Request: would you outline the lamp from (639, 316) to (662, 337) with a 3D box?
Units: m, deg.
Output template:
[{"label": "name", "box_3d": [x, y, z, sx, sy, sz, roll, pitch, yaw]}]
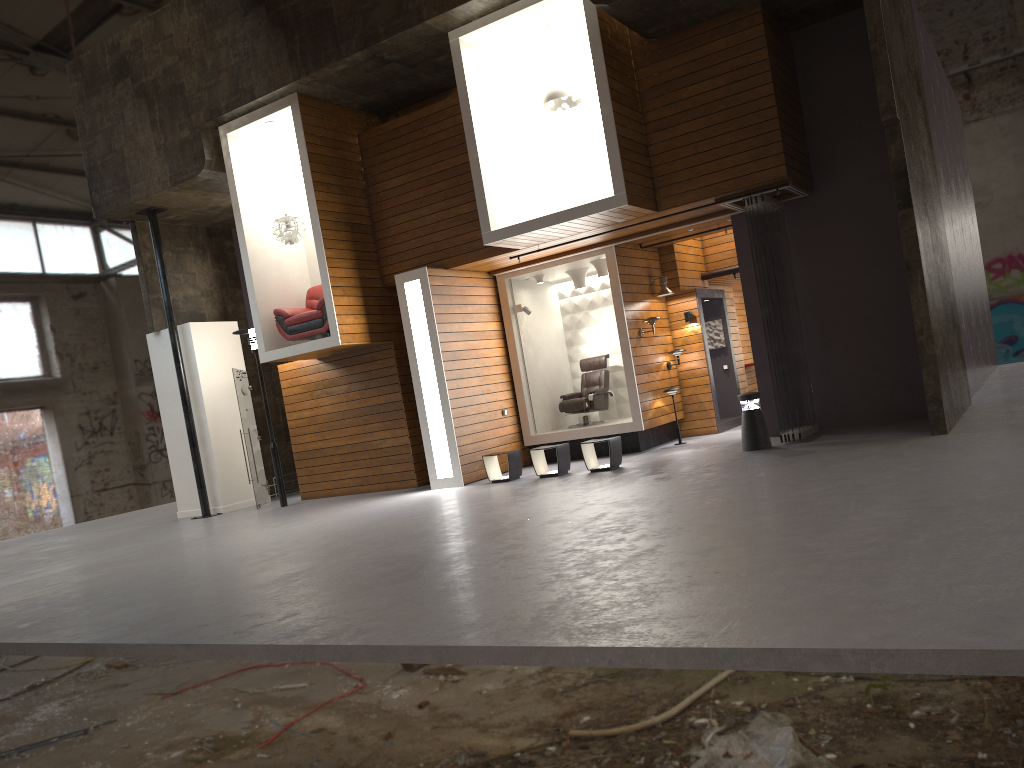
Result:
[{"label": "lamp", "box_3d": [2.037, -0.851, 13.005, 0.352, 0.271, 0.287, -9, 1, 31]}]

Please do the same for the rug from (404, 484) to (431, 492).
[{"label": "rug", "box_3d": [-0.984, 1.487, 13.497, 0.542, 0.014, 1.571, -10, -1, 31]}]

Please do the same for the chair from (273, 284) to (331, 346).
[{"label": "chair", "box_3d": [-2.815, -1.090, 13.208, 1.204, 0.939, 0.948, -9, 1, 32]}]

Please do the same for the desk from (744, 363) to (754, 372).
[{"label": "desk", "box_3d": [5.294, 0.008, 18.131, 0.847, 0.986, 1.709, -9, 0, 31]}]

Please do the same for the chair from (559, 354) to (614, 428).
[{"label": "chair", "box_3d": [1.188, 0.121, 14.264, 0.821, 1.073, 0.758, -10, 1, -44]}]

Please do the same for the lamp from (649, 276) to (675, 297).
[{"label": "lamp", "box_3d": [2.312, -1.527, 13.621, 0.347, 0.331, 0.293, -9, 1, 33]}]

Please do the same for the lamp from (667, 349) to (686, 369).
[{"label": "lamp", "box_3d": [2.569, -0.400, 13.785, 0.328, 0.297, 0.287, -9, 1, 31]}]

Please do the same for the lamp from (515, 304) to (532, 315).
[{"label": "lamp", "box_3d": [0.176, -1.150, 13.719, 0.249, 0.188, 0.129, -10, 1, 1]}]

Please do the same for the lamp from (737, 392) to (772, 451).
[{"label": "lamp", "box_3d": [2.912, 0.441, 10.711, 0.349, 0.697, 0.346, -8, 2, 37]}]

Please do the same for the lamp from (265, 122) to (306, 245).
[{"label": "lamp", "box_3d": [-3.359, -2.918, 12.853, 0.511, 1.777, 0.487, -10, 2, -5]}]

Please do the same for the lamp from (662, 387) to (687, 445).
[{"label": "lamp", "box_3d": [2.445, 0.472, 13.203, 0.288, 0.864, 0.286, -9, 2, 17]}]

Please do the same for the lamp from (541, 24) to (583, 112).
[{"label": "lamp", "box_3d": [0.550, -4.023, 11.173, 0.532, 0.988, 0.527, -8, 2, 44]}]

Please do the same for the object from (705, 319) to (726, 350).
[{"label": "object", "box_3d": [3.421, -0.835, 15.108, 0.381, 0.479, 0.048, -9, 2, 32]}]

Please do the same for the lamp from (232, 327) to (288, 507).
[{"label": "lamp", "box_3d": [-3.838, 0.562, 13.981, 0.628, 2.952, 0.630, -10, 2, -18]}]

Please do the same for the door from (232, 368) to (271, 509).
[{"label": "door", "box_3d": [-4.357, 0.898, 14.861, 0.146, 2.308, 1.285, -10, 1, -6]}]
